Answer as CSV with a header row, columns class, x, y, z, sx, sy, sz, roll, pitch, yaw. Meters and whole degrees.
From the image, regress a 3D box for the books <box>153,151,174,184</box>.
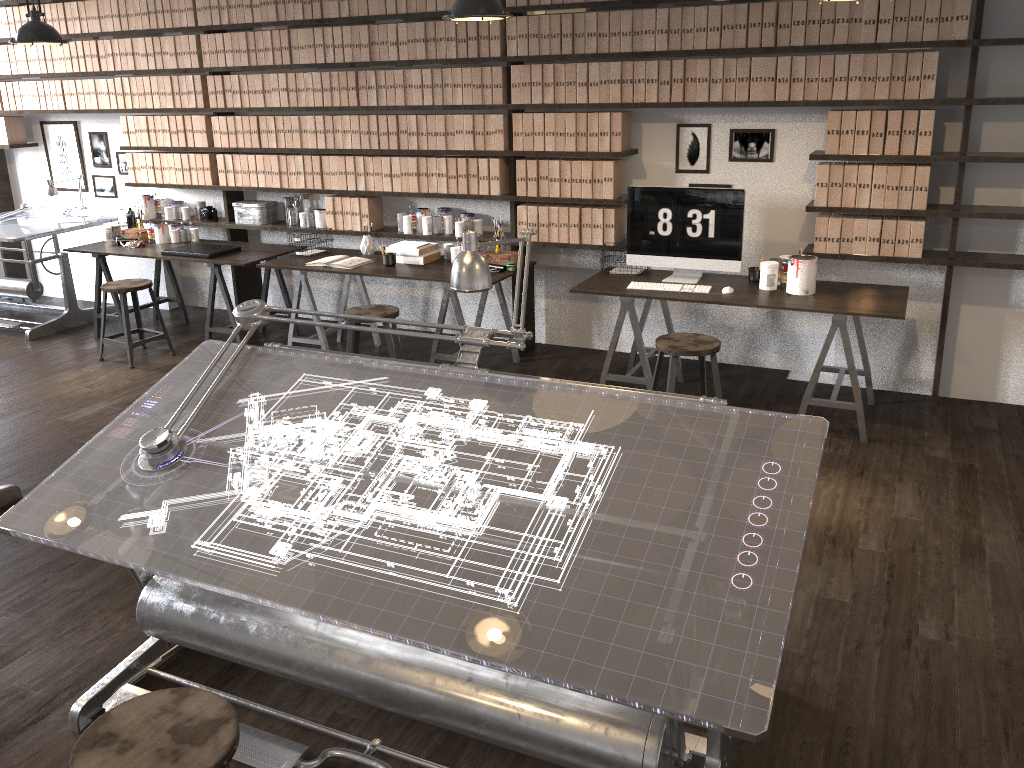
class,x,y,z,sx,sy,sz,roll,pitch,yaw
books,-2.612,-1.637,6.698,0.067,0.222,0.177,6,19,24

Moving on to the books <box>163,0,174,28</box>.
class,x,y,z,sx,sy,sz,roll,pitch,yaw
books,-2.377,-2.636,6.276,0.067,0.222,0.177,6,19,24

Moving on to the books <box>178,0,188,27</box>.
class,x,y,z,sx,sy,sz,roll,pitch,yaw
books,-2.251,-2.619,6.217,0.067,0.222,0.176,6,19,24

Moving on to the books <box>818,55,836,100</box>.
class,x,y,z,sx,sy,sz,roll,pitch,yaw
books,1.649,-1.598,4.622,0.067,0.222,0.177,6,19,24

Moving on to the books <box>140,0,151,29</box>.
class,x,y,z,sx,sy,sz,roll,pitch,yaw
books,-2.570,-2.660,6.357,0.067,0.222,0.177,6,19,24

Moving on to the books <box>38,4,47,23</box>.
class,x,y,z,sx,sy,sz,roll,pitch,yaw
books,-3.517,-2.783,6.782,0.067,0.222,0.177,6,19,24

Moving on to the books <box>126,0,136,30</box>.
class,x,y,z,sx,sy,sz,roll,pitch,yaw
books,-2.696,-2.679,6.421,0.067,0.222,0.176,6,19,24

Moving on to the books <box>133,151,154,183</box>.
class,x,y,z,sx,sy,sz,roll,pitch,yaw
books,-2.799,-1.661,6.782,0.067,0.222,0.177,6,19,24

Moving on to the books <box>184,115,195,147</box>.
class,x,y,z,sx,sy,sz,roll,pitch,yaw
books,-2.298,-1.852,6.480,0.067,0.222,0.177,6,19,24

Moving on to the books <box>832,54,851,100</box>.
class,x,y,z,sx,sy,sz,roll,pitch,yaw
books,1.712,-1.589,4.590,0.067,0.222,0.177,6,19,24

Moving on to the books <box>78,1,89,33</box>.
class,x,y,z,sx,sy,sz,roll,pitch,yaw
books,-3.133,-2.735,6.616,0.067,0.222,0.176,6,19,24

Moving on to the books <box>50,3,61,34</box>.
class,x,y,z,sx,sy,sz,roll,pitch,yaw
books,-3.397,-2.769,6.736,0.067,0.222,0.177,6,19,24

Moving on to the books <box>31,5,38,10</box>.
class,x,y,z,sx,sy,sz,roll,pitch,yaw
books,-3.582,-2.791,6.812,0.067,0.222,0.177,6,19,24

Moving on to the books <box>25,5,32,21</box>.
class,x,y,z,sx,sy,sz,roll,pitch,yaw
books,-3.647,-2.801,6.845,0.067,0.222,0.176,6,19,24

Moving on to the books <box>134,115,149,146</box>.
class,x,y,z,sx,sy,sz,roll,pitch,yaw
books,-2.749,-1.910,6.681,0.067,0.222,0.177,6,19,24

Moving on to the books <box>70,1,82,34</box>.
class,x,y,z,sx,sy,sz,roll,pitch,yaw
books,-3.199,-2.742,6.642,0.067,0.222,0.176,6,19,24

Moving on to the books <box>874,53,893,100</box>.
class,x,y,z,sx,sy,sz,roll,pitch,yaw
books,1.895,-1.564,4.506,0.067,0.222,0.177,6,19,24

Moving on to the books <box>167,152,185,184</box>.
class,x,y,z,sx,sy,sz,roll,pitch,yaw
books,-2.486,-1.620,6.639,0.067,0.222,0.176,6,19,24

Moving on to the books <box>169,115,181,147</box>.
class,x,y,z,sx,sy,sz,roll,pitch,yaw
books,-2.433,-1.869,6.541,0.067,0.222,0.177,6,19,24

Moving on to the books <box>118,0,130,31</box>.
class,x,y,z,sx,sy,sz,roll,pitch,yaw
books,-2.761,-2.686,6.448,0.067,0.222,0.177,6,19,24

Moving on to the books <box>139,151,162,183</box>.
class,x,y,z,sx,sy,sz,roll,pitch,yaw
books,-2.742,-1.653,6.755,0.067,0.222,0.177,6,19,24

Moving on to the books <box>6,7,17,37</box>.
class,x,y,z,sx,sy,sz,roll,pitch,yaw
books,-3.838,-2.825,6.929,0.067,0.222,0.177,6,19,24

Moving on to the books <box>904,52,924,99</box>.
class,x,y,z,sx,sy,sz,roll,pitch,yaw
books,2.023,-1.550,4.455,0.067,0.222,0.176,6,19,24

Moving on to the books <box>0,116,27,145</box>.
class,x,y,z,sx,sy,sz,roll,pitch,yaw
books,-4.108,-2.087,7.293,0.067,0.222,0.177,6,19,24

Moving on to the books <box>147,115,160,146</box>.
class,x,y,z,sx,sy,sz,roll,pitch,yaw
books,-2.627,-1.894,6.627,0.067,0.222,0.177,6,19,24

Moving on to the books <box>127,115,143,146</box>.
class,x,y,z,sx,sy,sz,roll,pitch,yaw
books,-2.807,-1.917,6.705,0.067,0.222,0.177,6,19,24

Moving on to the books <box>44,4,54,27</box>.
class,x,y,z,sx,sy,sz,roll,pitch,yaw
books,-3.457,-2.777,6.760,0.067,0.222,0.177,6,19,24

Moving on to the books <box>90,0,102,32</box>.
class,x,y,z,sx,sy,sz,roll,pitch,yaw
books,-3.010,-2.717,6.555,0.067,0.222,0.177,6,19,24

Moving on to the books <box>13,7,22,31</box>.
class,x,y,z,sx,sy,sz,roll,pitch,yaw
books,-3.772,-2.818,6.903,0.067,0.222,0.177,6,19,24

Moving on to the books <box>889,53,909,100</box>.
class,x,y,z,sx,sy,sz,roll,pitch,yaw
books,1.958,-1.558,4.484,0.067,0.222,0.177,6,19,24

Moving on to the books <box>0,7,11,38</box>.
class,x,y,z,sx,sy,sz,roll,pitch,yaw
books,-3.903,-2.834,6.960,0.067,0.222,0.177,6,19,24

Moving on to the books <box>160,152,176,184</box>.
class,x,y,z,sx,sy,sz,roll,pitch,yaw
books,-2.548,-1.629,6.671,0.067,0.222,0.176,6,19,24

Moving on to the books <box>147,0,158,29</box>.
class,x,y,z,sx,sy,sz,roll,pitch,yaw
books,-2.505,-2.651,6.327,0.067,0.222,0.177,6,19,24

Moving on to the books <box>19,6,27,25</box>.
class,x,y,z,sx,sy,sz,roll,pitch,yaw
books,-3.708,-2.810,6.876,0.067,0.222,0.176,6,19,24

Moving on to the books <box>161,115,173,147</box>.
class,x,y,z,sx,sy,sz,roll,pitch,yaw
books,-2.500,-1.876,6.566,0.067,0.222,0.176,6,19,24

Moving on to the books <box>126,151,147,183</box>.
class,x,y,z,sx,sy,sz,roll,pitch,yaw
books,-2.861,-1.668,6.805,0.067,0.222,0.177,6,19,24

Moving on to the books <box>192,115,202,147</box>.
class,x,y,z,sx,sy,sz,roll,pitch,yaw
books,-2.230,-1.842,6.447,0.067,0.222,0.177,6,19,24

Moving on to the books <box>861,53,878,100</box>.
class,x,y,z,sx,sy,sz,roll,pitch,yaw
books,1.836,-1.574,4.538,0.067,0.222,0.177,6,19,24

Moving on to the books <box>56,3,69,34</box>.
class,x,y,z,sx,sy,sz,roll,pitch,yaw
books,-3.332,-2.759,6.701,0.067,0.222,0.177,6,19,24

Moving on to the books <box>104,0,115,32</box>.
class,x,y,z,sx,sy,sz,roll,pitch,yaw
books,-2.891,-2.702,6.505,0.067,0.222,0.177,6,19,24

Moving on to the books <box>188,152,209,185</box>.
class,x,y,z,sx,sy,sz,roll,pitch,yaw
books,-2.297,-1.596,6.555,0.067,0.222,0.177,6,19,24

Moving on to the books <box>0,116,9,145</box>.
class,x,y,z,sx,sy,sz,roll,pitch,yaw
books,-4.171,-2.096,7.323,0.067,0.222,0.176,6,19,24

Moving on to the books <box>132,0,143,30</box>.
class,x,y,z,sx,sy,sz,roll,pitch,yaw
books,-2.635,-2.669,6.389,0.067,0.222,0.176,6,19,24

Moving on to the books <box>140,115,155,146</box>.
class,x,y,z,sx,sy,sz,roll,pitch,yaw
books,-2.690,-1.900,6.650,0.067,0.222,0.177,6,19,24

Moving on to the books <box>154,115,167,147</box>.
class,x,y,z,sx,sy,sz,roll,pitch,yaw
books,-2.562,-1.886,6.598,0.067,0.222,0.176,6,19,24

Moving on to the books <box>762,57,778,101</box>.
class,x,y,z,sx,sy,sz,roll,pitch,yaw
books,1.389,-1.630,4.733,0.067,0.222,0.177,6,19,24

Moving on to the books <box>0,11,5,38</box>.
class,x,y,z,sx,sy,sz,roll,pitch,yaw
books,-3.959,-2.842,6.987,0.067,0.222,0.177,6,19,24

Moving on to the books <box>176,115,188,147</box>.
class,x,y,z,sx,sy,sz,roll,pitch,yaw
books,-2.368,-1.859,6.505,0.067,0.222,0.177,6,19,24

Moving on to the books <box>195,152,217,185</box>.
class,x,y,z,sx,sy,sz,roll,pitch,yaw
books,-2.236,-1.589,6.531,0.067,0.222,0.177,6,19,24

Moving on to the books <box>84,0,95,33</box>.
class,x,y,z,sx,sy,sz,roll,pitch,yaw
books,-3.069,-2.727,6.587,0.067,0.222,0.177,6,19,24

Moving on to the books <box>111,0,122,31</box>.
class,x,y,z,sx,sy,sz,roll,pitch,yaw
books,-2.826,-2.693,6.473,0.067,0.222,0.177,6,19,24

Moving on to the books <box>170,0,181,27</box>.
class,x,y,z,sx,sy,sz,roll,pitch,yaw
books,-2.313,-2.629,6.249,0.067,0.222,0.176,6,19,24

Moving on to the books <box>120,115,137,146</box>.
class,x,y,z,sx,sy,sz,roll,pitch,yaw
books,-2.873,-1.925,6.733,0.067,0.222,0.177,6,19,24

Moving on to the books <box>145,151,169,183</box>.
class,x,y,z,sx,sy,sz,roll,pitch,yaw
books,-2.677,-1.644,6.723,0.067,0.222,0.177,6,19,24

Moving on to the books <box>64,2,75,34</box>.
class,x,y,z,sx,sy,sz,roll,pitch,yaw
books,-3.262,-2.752,6.675,0.067,0.222,0.177,6,19,24

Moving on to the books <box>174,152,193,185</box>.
class,x,y,z,sx,sy,sz,roll,pitch,yaw
books,-2.422,-1.610,6.607,0.067,0.222,0.177,6,19,24

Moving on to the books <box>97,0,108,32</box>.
class,x,y,z,sx,sy,sz,roll,pitch,yaw
books,-2.947,-2.710,6.532,0.067,0.222,0.177,6,19,24

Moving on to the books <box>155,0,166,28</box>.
class,x,y,z,sx,sy,sz,roll,pitch,yaw
books,-2.446,-2.645,6.305,0.067,0.222,0.177,6,19,24

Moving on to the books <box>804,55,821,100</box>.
class,x,y,z,sx,sy,sz,roll,pitch,yaw
books,1.587,-1.607,4.652,0.067,0.222,0.176,6,19,24

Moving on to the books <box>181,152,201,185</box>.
class,x,y,z,sx,sy,sz,roll,pitch,yaw
books,-2.356,-1.602,6.577,0.067,0.222,0.177,6,19,24
